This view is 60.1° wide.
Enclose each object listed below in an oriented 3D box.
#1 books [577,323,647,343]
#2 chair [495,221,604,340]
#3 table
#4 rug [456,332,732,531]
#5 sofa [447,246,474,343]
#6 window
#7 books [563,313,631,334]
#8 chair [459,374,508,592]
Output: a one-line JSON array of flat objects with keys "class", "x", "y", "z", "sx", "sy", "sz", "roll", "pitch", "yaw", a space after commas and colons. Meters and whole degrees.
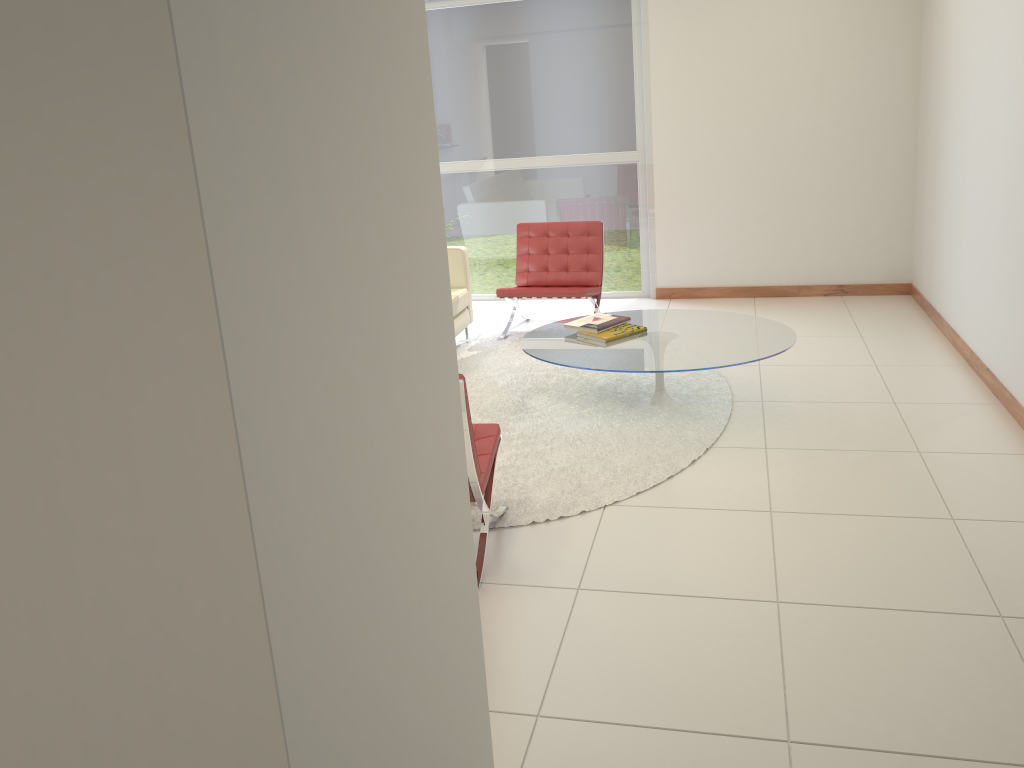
[{"class": "books", "x": 0.577, "y": -0.303, "z": 5.130, "sx": 0.326, "sy": 0.026, "sz": 0.258, "roll": -16, "pitch": 21, "yaw": -34}, {"class": "chair", "x": 0.312, "y": -0.808, "z": 6.841, "sx": 0.700, "sy": 0.805, "sz": 0.717, "roll": 1, "pitch": 17, "yaw": 19}, {"class": "table", "x": 0.823, "y": -0.078, "z": 5.067, "sx": 1.537, "sy": 0.398, "sz": 1.341, "roll": 0, "pitch": 18, "yaw": 13}, {"class": "rug", "x": 0.065, "y": 0.104, "z": 5.326, "sx": 2.443, "sy": 0.004, "sz": 3.379, "roll": 1, "pitch": 18, "yaw": 16}, {"class": "sofa", "x": -1.085, "y": -0.373, "z": 5.594, "sx": 1.000, "sy": 0.909, "sz": 2.604, "roll": 0, "pitch": 18, "yaw": 14}, {"class": "window", "x": -0.470, "y": -2.060, "z": 7.894, "sx": 3.432, "sy": 2.676, "sz": 0.123, "roll": 0, "pitch": 15, "yaw": 15}, {"class": "books", "x": 0.505, "y": -0.362, "z": 5.248, "sx": 0.257, "sy": 0.026, "sz": 0.327, "roll": 12, "pitch": 24, "yaw": 42}, {"class": "chair", "x": -0.443, "y": 0.279, "z": 3.559, "sx": 0.700, "sy": 0.805, "sz": 0.717, "roll": -2, "pitch": 16, "yaw": 10}]
